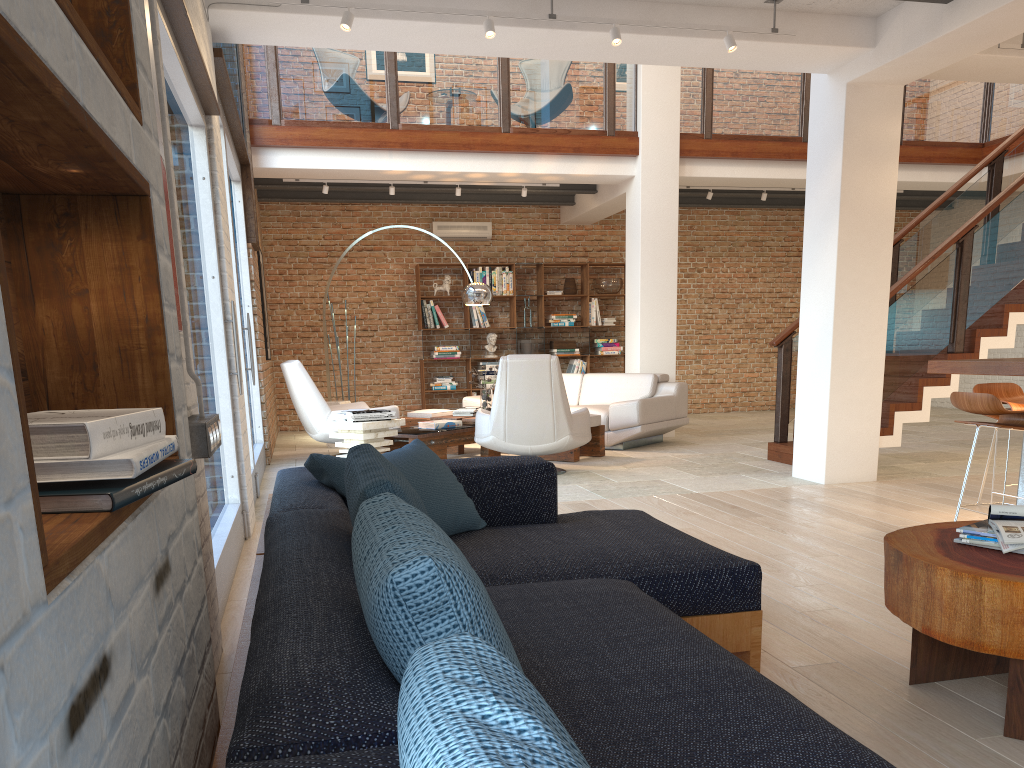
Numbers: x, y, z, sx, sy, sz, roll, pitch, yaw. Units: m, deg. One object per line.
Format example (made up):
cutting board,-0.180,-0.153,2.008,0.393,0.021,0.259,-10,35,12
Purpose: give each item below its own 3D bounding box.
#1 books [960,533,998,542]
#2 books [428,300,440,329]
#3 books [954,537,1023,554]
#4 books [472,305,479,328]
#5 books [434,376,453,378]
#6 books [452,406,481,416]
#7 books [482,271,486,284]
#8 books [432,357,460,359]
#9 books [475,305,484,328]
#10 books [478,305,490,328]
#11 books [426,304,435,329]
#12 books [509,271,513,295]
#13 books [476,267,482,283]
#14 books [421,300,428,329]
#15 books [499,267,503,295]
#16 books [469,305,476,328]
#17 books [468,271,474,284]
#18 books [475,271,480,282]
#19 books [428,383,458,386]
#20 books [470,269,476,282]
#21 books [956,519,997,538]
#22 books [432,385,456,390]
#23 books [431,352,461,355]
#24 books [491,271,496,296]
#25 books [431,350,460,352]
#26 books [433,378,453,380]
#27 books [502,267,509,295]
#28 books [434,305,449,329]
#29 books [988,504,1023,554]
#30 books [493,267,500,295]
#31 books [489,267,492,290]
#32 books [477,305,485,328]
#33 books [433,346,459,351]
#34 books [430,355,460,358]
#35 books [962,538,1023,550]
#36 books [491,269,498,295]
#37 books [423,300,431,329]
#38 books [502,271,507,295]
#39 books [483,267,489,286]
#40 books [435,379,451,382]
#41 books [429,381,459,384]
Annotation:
books,1.514,0.442,2.531,0.249,0.011,0.315,-4,3,-44
books,-1.075,-0.950,11.959,0.121,0.392,0.237,-4,10,-13
books,1.507,0.464,2.531,0.250,0.011,0.314,-3,3,-34
books,-0.534,-0.967,12.077,0.103,0.394,0.237,-4,10,-13
books,-0.955,-0.104,12.171,0.251,0.017,0.159,-2,2,-13
books,-0.444,0.282,9.043,0.250,0.076,0.392,0,3,19
books,-0.407,-1.379,12.040,0.055,0.339,0.248,-4,9,-14
books,-0.924,-0.358,12.119,0.355,0.021,0.266,-2,2,-13
books,-0.484,-0.952,12.102,0.124,0.358,0.264,-4,9,-13
books,-0.415,-0.945,12.114,0.158,0.338,0.248,-4,9,-13
books,-1.136,-0.926,11.982,0.102,0.343,0.248,-4,9,-13
books,-0.041,-1.391,12.130,0.055,0.339,0.248,-4,9,-14
books,-0.450,-1.404,12.010,0.036,0.394,0.237,-4,10,-14
books,-1.216,-0.947,11.931,0.091,0.395,0.237,-4,10,-13
books,-0.177,-1.414,12.077,0.036,0.394,0.237,-4,10,-14
books,-0.576,-0.967,12.091,0.101,0.395,0.237,-4,10,-13
books,-0.574,-1.373,12.002,0.055,0.339,0.248,-4,9,-14
books,-0.494,-1.375,12.002,0.055,0.339,0.248,-4,9,-14
books,-0.970,0.004,12.191,0.379,0.037,0.239,-2,3,-13
books,-0.536,-1.388,12.006,0.020,0.369,0.264,-4,9,-14
books,1.513,0.431,2.537,0.249,0.011,0.314,-3,3,-39
books,-0.946,0.050,12.197,0.326,0.057,0.249,-2,3,-3
books,-0.921,-0.423,12.093,0.378,0.037,0.239,-2,3,-19
books,-0.274,-1.382,12.045,0.055,0.339,0.248,-4,9,-14
books,-0.929,-0.453,12.105,0.355,0.021,0.266,-2,2,-15
books,-0.968,-0.078,12.194,0.235,0.019,0.167,-2,3,-20
books,-0.085,-1.417,12.098,0.036,0.394,0.237,-4,10,-14
books,-0.990,-0.923,12.008,0.194,0.328,0.248,-4,9,-13
books,1.543,0.419,2.461,0.322,0.112,0.266,0,4,19
books,-0.216,-1.413,12.081,0.036,0.394,0.237,-4,10,-14
books,-0.324,-1.409,12.043,0.036,0.394,0.237,-4,10,-14
books,-0.465,-0.953,12.115,0.124,0.358,0.264,-4,9,-13
books,-0.921,-0.491,12.096,0.326,0.057,0.249,-2,3,-11
books,-0.932,-0.386,12.105,0.378,0.037,0.239,-2,3,-18
books,1.513,0.453,2.515,0.249,0.011,0.315,-4,3,-44
books,-0.240,-1.398,12.065,0.020,0.369,0.264,-4,9,-14
books,-1.182,-0.949,11.947,0.091,0.395,0.237,-4,10,-13
books,-0.130,-1.387,12.088,0.055,0.339,0.248,-4,9,-14
books,-0.357,-1.407,12.025,0.036,0.394,0.237,-4,10,-14
books,-0.960,-0.051,12.195,0.205,0.035,0.129,-2,3,-13
books,-0.953,-0.024,12.178,0.378,0.019,0.239,-2,3,-20
